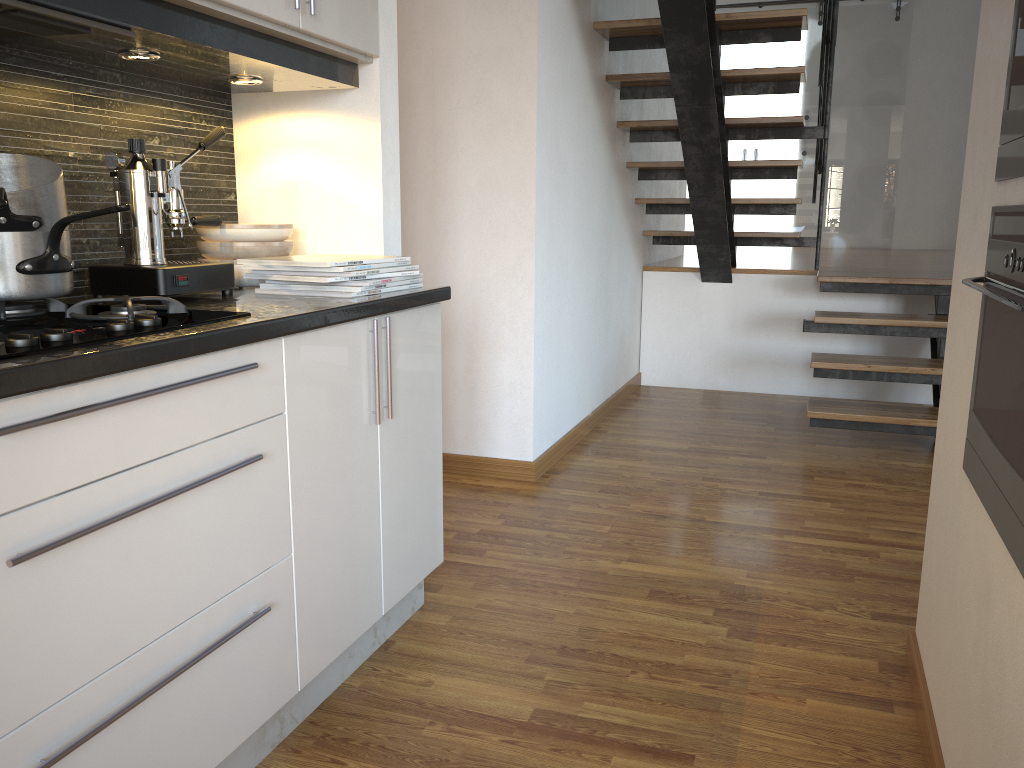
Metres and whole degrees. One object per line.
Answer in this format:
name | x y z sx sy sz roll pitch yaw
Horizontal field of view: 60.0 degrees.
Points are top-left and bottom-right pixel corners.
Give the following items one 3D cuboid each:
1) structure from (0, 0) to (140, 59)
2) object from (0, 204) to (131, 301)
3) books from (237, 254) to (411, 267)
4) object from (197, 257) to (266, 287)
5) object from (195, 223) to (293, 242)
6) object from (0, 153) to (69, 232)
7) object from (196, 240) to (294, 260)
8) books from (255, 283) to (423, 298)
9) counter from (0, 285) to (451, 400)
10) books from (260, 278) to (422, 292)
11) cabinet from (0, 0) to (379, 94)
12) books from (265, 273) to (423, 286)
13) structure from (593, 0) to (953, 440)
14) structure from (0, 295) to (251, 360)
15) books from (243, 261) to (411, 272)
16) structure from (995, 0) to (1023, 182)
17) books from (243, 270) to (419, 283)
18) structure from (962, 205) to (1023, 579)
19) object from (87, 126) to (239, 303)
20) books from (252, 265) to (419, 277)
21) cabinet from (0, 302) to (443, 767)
structure | -0.907 -0.587 1.274 0.362 0.148 0.622 4 11 19
object | -0.777 -0.224 1.494 0.348 0.154 0.199 0 11 -1
books | -0.428 -0.287 2.054 0.252 0.011 0.318 5 12 25
object | -0.654 -0.278 2.192 0.230 0.066 0.229 -5 12 -26
object | -0.654 -0.371 2.173 0.230 0.042 0.229 -5 12 -26
object | -0.837 -0.287 1.399 0.203 0.169 0.370 -1 11 -9
object | -0.654 -0.330 2.181 0.230 0.042 0.229 -5 12 -26
books | -0.396 -0.225 2.075 0.252 0.011 0.317 5 12 22
counter | -1.139 0.199 0.371 0.622 0.193 4.239 4 11 19
books | -0.392 -0.238 2.084 0.252 0.011 0.317 4 11 18
cabinet | -1.206 -0.897 0.170 0.458 1.073 4.225 4 12 19
books | -0.386 -0.251 2.096 0.252 0.011 0.317 3 11 15
structure | 1.620 -1.566 3.676 2.684 4.143 4.570 4 12 18
structure | -0.785 -0.093 1.322 0.500 0.041 0.660 4 11 19
books | -0.420 -0.278 2.061 0.252 0.011 0.317 4 11 20
structure | 0.708 -0.519 1.189 0.052 0.463 0.584 4 12 19
books | -0.412 -0.255 2.060 0.252 0.011 0.318 7 12 30
structure | 0.705 -0.025 1.290 0.052 0.463 0.584 4 12 19
object | -0.716 -0.375 1.893 0.206 0.371 0.352 4 12 19
books | -0.402 -0.268 2.069 0.252 0.011 0.317 4 12 20
cabinet | -0.869 0.503 0.338 0.040 0.692 4.213 4 12 19
